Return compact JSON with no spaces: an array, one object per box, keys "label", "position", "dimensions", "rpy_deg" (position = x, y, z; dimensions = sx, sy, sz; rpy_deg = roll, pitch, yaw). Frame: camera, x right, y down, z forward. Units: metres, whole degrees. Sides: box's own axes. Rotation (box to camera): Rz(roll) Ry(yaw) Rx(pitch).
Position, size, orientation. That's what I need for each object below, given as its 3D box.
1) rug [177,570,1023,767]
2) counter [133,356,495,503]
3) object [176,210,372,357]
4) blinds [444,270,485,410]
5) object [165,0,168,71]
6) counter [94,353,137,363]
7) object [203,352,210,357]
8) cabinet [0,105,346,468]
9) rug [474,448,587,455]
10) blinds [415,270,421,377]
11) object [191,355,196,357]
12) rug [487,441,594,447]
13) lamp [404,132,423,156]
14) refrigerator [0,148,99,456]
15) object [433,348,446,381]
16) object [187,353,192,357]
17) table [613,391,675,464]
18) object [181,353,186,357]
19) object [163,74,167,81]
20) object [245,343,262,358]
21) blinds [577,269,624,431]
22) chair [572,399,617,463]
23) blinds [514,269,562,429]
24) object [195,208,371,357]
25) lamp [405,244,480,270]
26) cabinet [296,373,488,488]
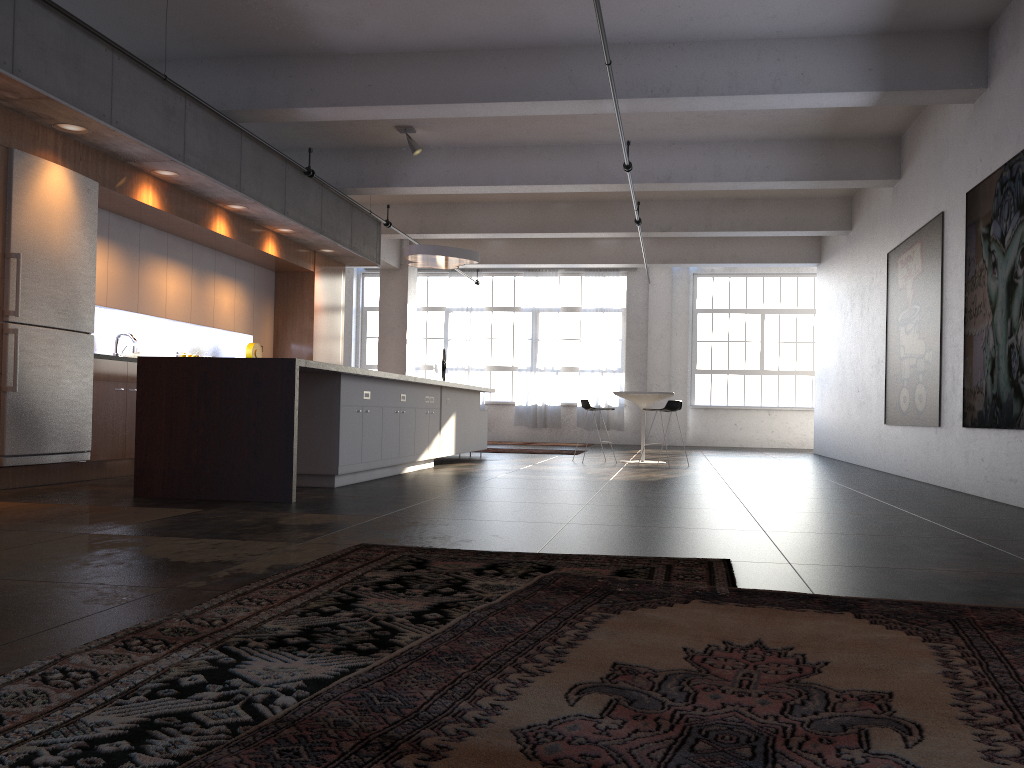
[{"label":"rug","position":[0.342,0.658,1.471],"dimensions":[1.852,0.048,3.569],"rpy_deg":[1,-2,19]},{"label":"counter","position":[-1.410,0.426,9.263],"dimensions":[1.134,0.971,6.702],"rpy_deg":[1,-2,10]},{"label":"object","position":[-6.164,0.002,3.491],"dimensions":[0.936,1.214,13.372],"rpy_deg":[1,-2,21]},{"label":"blinds","position":[-1.053,-0.884,19.699],"dimensions":[1.026,3.673,0.363],"rpy_deg":[1,-1,7]},{"label":"object","position":[-3.434,-0.258,9.529],"dimensions":[0.065,0.053,0.050],"rpy_deg":[3,-2,-43]},{"label":"counter","position":[-3.823,-0.163,9.562],"dimensions":[1.596,0.039,4.491],"rpy_deg":[1,-2,10]},{"label":"object","position":[-3.522,-0.260,10.223],"dimensions":[0.059,0.209,0.145],"rpy_deg":[1,-1,10]},{"label":"cabinet","position":[-4.323,-0.614,8.882],"dimensions":[2.363,2.561,8.163],"rpy_deg":[1,-2,10]},{"label":"rug","position":[-0.254,1.097,14.754],"dimensions":[2.866,0.029,1.867],"rpy_deg":[1,-2,9]},{"label":"blinds","position":[-2.526,-0.908,19.934],"dimensions":[1.020,3.712,0.316],"rpy_deg":[1,-1,7]},{"label":"object","position":[-3.517,-1.458,6.106],"dimensions":[0.053,2.168,6.877],"rpy_deg":[1,-2,2]},{"label":"rug","position":[0.110,1.238,18.458],"dimensions":[3.111,0.009,1.826],"rpy_deg":[1,-2,8]},{"label":"lamp","position":[-1.162,-2.844,10.449],"dimensions":[0.223,0.287,0.131],"rpy_deg":[1,-1,-8]},{"label":"refrigerator","position":[-3.561,-0.570,6.761],"dimensions":[0.219,2.190,0.961],"rpy_deg":[1,-1,8]},{"label":"object","position":[-1.492,0.232,17.702],"dimensions":[1.172,1.919,1.063],"rpy_deg":[1,-1,9]},{"label":"object","position":[-3.817,-1.530,4.622],"dimensions":[0.058,2.164,9.932],"rpy_deg":[1,-2,4]},{"label":"table","position":[1.780,0.591,12.003],"dimensions":[0.823,0.951,0.835],"rpy_deg":[1,-1,9]},{"label":"object","position":[-3.507,-0.305,9.461],"dimensions":[0.058,0.059,0.051],"rpy_deg":[0,-2,44]},{"label":"object","position":[-3.461,-0.254,9.578],"dimensions":[0.051,0.053,0.063],"rpy_deg":[1,-1,16]},{"label":"object","position":[-3.147,-0.312,10.813],"dimensions":[0.099,0.381,0.276],"rpy_deg":[1,-1,10]},{"label":"blinds","position":[1.967,-0.851,19.274],"dimensions":[1.024,3.750,0.344],"rpy_deg":[1,-1,6]},{"label":"chair","position":[1.106,0.658,11.769],"dimensions":[0.510,0.895,0.459],"rpy_deg":[1,-1,-14]},{"label":"blinds","position":[0.619,-0.868,19.456],"dimensions":[1.032,3.696,0.340],"rpy_deg":[1,-1,5]},{"label":"object","position":[-3.401,-0.294,9.549],"dimensions":[0.056,0.060,0.054],"rpy_deg":[0,-1,32]},{"label":"lamp","position":[-1.061,-1.717,12.027],"dimensions":[1.028,0.130,1.058],"rpy_deg":[2,-2,-34]},{"label":"cabinet","position":[-1.289,0.479,9.867],"dimensions":[0.916,0.930,5.688],"rpy_deg":[1,-2,10]}]
